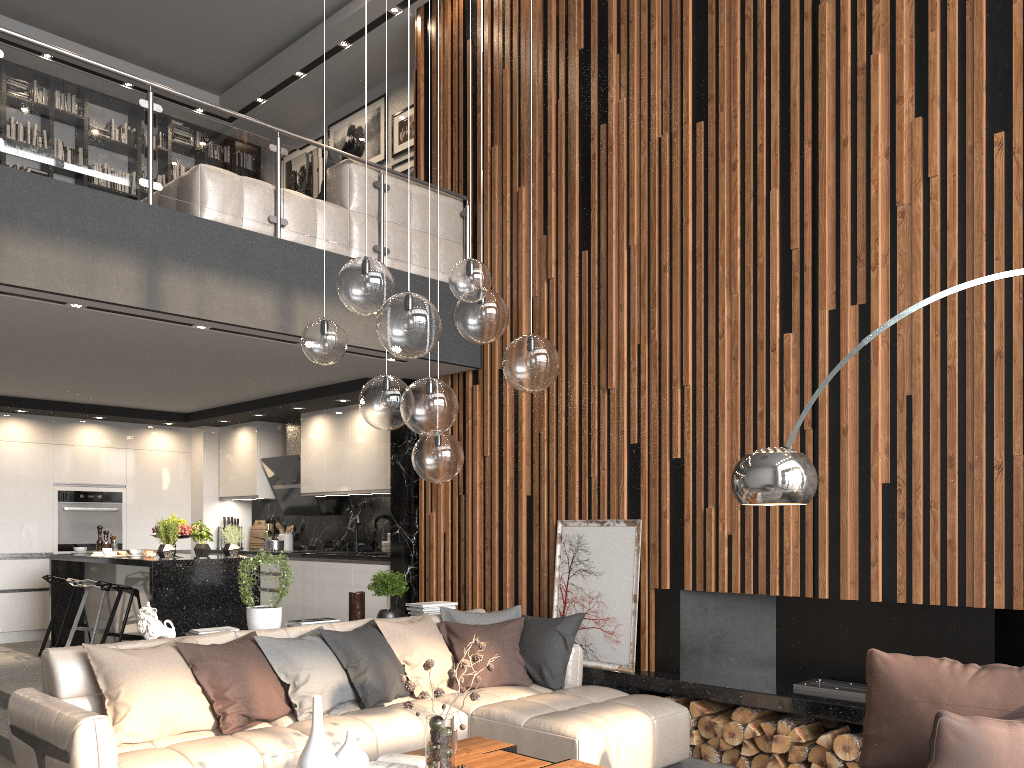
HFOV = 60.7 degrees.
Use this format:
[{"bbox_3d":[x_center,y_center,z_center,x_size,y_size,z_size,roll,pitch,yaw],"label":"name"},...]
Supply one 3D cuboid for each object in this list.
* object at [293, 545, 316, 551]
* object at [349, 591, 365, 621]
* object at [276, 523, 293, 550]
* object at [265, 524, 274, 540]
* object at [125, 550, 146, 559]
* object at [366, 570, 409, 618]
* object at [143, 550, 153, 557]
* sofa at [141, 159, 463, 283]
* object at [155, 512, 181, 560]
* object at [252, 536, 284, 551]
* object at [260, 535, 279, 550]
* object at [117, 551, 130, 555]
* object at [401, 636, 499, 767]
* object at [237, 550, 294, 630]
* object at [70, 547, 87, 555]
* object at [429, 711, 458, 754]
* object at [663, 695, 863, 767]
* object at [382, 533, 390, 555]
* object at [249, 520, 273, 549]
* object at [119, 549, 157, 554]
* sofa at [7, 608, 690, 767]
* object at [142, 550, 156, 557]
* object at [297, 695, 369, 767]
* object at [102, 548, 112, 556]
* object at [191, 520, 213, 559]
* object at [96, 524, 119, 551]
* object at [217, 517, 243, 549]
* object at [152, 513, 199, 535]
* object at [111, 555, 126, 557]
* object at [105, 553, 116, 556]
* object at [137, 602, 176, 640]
[{"bbox_3d":[-2.195,1.705,9.110,0.232,0.060,0.355,-4,-10,23],"label":"object"},{"bbox_3d":[-1.055,1.546,5.955,0.109,0.267,0.109,1,-2,-40],"label":"object"},{"bbox_3d":[-2.478,1.669,9.599,0.175,0.303,0.158,2,-3,-42],"label":"object"},{"bbox_3d":[-2.718,1.716,9.826,0.082,0.282,0.089,-1,-1,45],"label":"object"},{"bbox_3d":[-3.033,1.371,7.058,0.155,0.070,0.157,-2,-8,13],"label":"object"},{"bbox_3d":[-0.876,1.506,6.146,0.309,0.406,0.273,0,-3,4],"label":"object"},{"bbox_3d":[-3.043,1.417,7.319,0.074,0.059,0.061,3,-5,-24],"label":"object"},{"bbox_3d":[-1.924,-1.102,6.902,2.298,0.776,2.291,-8,-12,44],"label":"sofa"},{"bbox_3d":[-2.688,1.190,6.857,0.196,0.367,0.187,0,-2,-1],"label":"object"},{"bbox_3d":[-2.571,1.693,9.285,0.349,0.153,0.201,-5,-8,35],"label":"object"},{"bbox_3d":[-2.667,1.765,9.763,0.274,0.162,0.181,-7,-8,44],"label":"object"},{"bbox_3d":[-3.304,1.448,7.463,0.128,0.042,0.075,-6,-9,37],"label":"object"},{"bbox_3d":[-0.235,1.360,3.706,0.317,0.599,0.547,-1,-4,15],"label":"object"},{"bbox_3d":[-1.544,1.313,5.455,0.216,0.573,0.387,-1,-3,25],"label":"object"},{"bbox_3d":[-3.905,1.511,7.912,0.155,0.070,0.157,-2,-8,13],"label":"object"},{"bbox_3d":[-0.323,1.609,4.046,0.154,0.210,0.077,2,-2,-35],"label":"object"},{"bbox_3d":[2.376,1.939,4.280,0.438,0.388,4.060,5,-10,-44],"label":"object"},{"bbox_3d":[-1.047,1.472,8.048,0.302,0.194,0.306,6,-9,-42],"label":"object"},{"bbox_3d":[-2.891,1.733,10.071,0.402,0.329,0.098,-5,-4,44],"label":"object"},{"bbox_3d":[-3.605,1.617,8.447,0.403,0.030,0.292,-9,-13,43],"label":"object"},{"bbox_3d":[-0.659,1.768,4.732,1.885,0.813,3.265,-8,-11,44],"label":"sofa"},{"bbox_3d":[-3.071,1.424,7.366,0.070,0.059,0.132,-5,-9,44],"label":"object"},{"bbox_3d":[-0.694,1.417,3.449,0.316,0.396,0.321,2,-4,-27],"label":"object"},{"bbox_3d":[-3.452,1.434,7.464,0.077,0.070,0.085,0,-5,4],"label":"object"},{"bbox_3d":[-2.491,1.246,7.029,0.179,0.311,0.173,2,-3,-35],"label":"object"},{"bbox_3d":[-3.805,1.460,8.262,0.200,0.282,0.151,-2,-3,27],"label":"object"},{"bbox_3d":[-3.237,1.712,10.054,0.067,0.371,0.323,0,-3,44],"label":"object"},{"bbox_3d":[-2.802,1.179,7.254,0.320,0.214,0.349,-6,-9,41],"label":"object"},{"bbox_3d":[-3.312,1.463,7.458,0.192,0.012,0.194,2,-9,-13],"label":"object"},{"bbox_3d":[-3.424,1.450,7.425,0.130,0.027,0.028,-1,-5,4],"label":"object"},{"bbox_3d":[-2.014,1.377,4.964,0.207,0.289,0.136,2,-2,-26],"label":"object"}]
